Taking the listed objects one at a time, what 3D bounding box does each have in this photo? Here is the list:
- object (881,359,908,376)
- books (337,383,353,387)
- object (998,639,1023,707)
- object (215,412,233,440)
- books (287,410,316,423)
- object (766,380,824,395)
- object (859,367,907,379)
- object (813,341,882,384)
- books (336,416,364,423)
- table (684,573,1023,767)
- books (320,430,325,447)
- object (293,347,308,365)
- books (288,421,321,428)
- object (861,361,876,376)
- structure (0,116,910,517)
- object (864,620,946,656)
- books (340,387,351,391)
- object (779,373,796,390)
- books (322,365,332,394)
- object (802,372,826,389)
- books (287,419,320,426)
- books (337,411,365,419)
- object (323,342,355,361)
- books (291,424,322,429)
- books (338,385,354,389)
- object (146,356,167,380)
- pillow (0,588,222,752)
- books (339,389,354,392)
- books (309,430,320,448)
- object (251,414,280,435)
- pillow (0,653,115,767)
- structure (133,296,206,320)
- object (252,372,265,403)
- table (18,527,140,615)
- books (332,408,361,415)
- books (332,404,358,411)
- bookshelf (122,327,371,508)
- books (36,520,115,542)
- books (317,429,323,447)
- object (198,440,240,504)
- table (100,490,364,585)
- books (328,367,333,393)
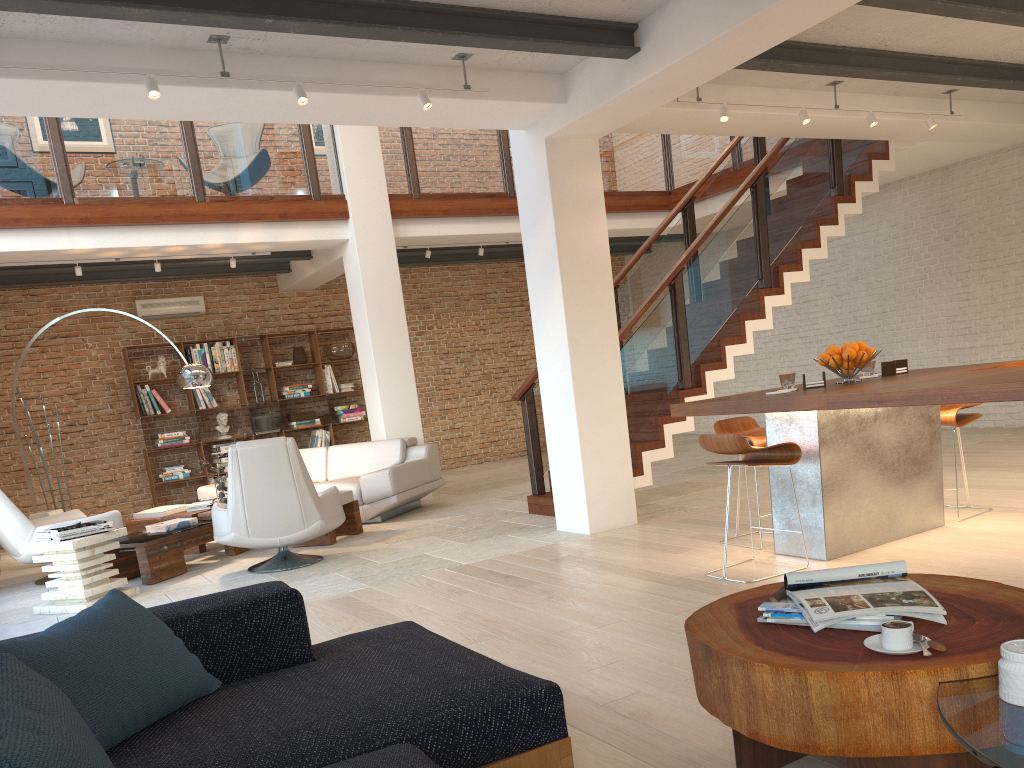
[{"bbox_3d":[2.261,-0.097,5.153,0.113,0.084,0.093,-9,5,-29],"label":"object"},{"bbox_3d":[-2.312,0.018,12.064,0.130,0.034,0.206,-8,1,-40],"label":"books"},{"bbox_3d":[1.031,0.575,1.738,0.107,0.110,0.106,-9,5,-13],"label":"object"},{"bbox_3d":[-3.756,0.540,11.313,0.195,0.358,0.190,-9,8,-13],"label":"object"},{"bbox_3d":[-2.852,0.441,11.811,0.331,0.121,0.212,-8,3,-29],"label":"books"},{"bbox_3d":[1.549,0.021,4.820,0.391,0.035,0.197,-8,0,-25],"label":"object"},{"bbox_3d":[2.202,-0.065,5.186,0.283,0.035,0.205,-8,0,-29],"label":"object"},{"bbox_3d":[1.908,-0.121,4.952,0.365,0.226,0.357,-6,3,26],"label":"object"},{"bbox_3d":[-2.263,0.493,12.158,0.322,0.056,0.254,-8,1,-27],"label":"books"},{"bbox_3d":[1.234,0.796,1.948,1.064,0.455,1.820,-8,1,-24],"label":"table"},{"bbox_3d":[-2.633,0.817,11.986,0.096,0.362,0.270,-13,8,-30],"label":"books"},{"bbox_3d":[-2.842,-0.376,11.666,0.194,0.238,0.188,-5,7,18],"label":"object"},{"bbox_3d":[-2.828,0.554,11.865,0.373,0.037,0.244,-8,0,-34],"label":"books"},{"bbox_3d":[2.114,-0.090,5.176,0.090,0.086,0.091,-10,6,-32],"label":"object"},{"bbox_3d":[1.057,-1.078,6.240,10.010,4.222,13.815,-8,1,-29],"label":"structure"},{"bbox_3d":[0.901,0.583,2.008,0.144,0.057,0.175,-9,2,-40],"label":"object"},{"bbox_3d":[-2.305,0.070,12.073,0.131,0.034,0.204,-8,0,-20],"label":"books"},{"bbox_3d":[1.531,-0.014,4.844,0.090,0.086,0.090,-9,5,-14],"label":"object"},{"bbox_3d":[-2.550,-0.056,11.925,0.036,0.392,0.242,-13,9,-30],"label":"books"},{"bbox_3d":[1.678,-0.020,4.840,0.115,0.084,0.091,-6,5,16],"label":"object"},{"bbox_3d":[-2.828,0.517,11.822,0.374,0.037,0.244,-8,0,-30],"label":"books"},{"bbox_3d":[-2.248,0.434,12.159,0.321,0.057,0.254,-8,1,-34],"label":"books"},{"bbox_3d":[-2.370,-0.433,11.973,0.440,0.223,0.426,-7,2,12],"label":"object"},{"bbox_3d":[-2.806,0.580,11.865,0.350,0.021,0.271,-8,0,-31],"label":"books"},{"bbox_3d":[-2.304,0.043,12.076,0.169,0.019,0.235,-8,0,-27],"label":"books"},{"bbox_3d":[-4.408,-0.203,10.814,0.249,0.289,0.129,-10,9,-21],"label":"object"},{"bbox_3d":[-1.086,0.745,2.256,0.379,0.334,0.551,-6,3,21],"label":"pillow"},{"bbox_3d":[-2.302,0.097,12.094,0.169,0.019,0.235,-8,0,-22],"label":"books"},{"bbox_3d":[-2.723,0.821,11.951,0.160,0.380,0.242,-12,9,-29],"label":"books"},{"bbox_3d":[-3.285,0.536,11.547,0.331,0.238,0.282,-9,5,-29],"label":"object"},{"bbox_3d":[-0.518,0.621,1.037,0.250,0.425,1.208,-12,3,-30],"label":"pillow"},{"bbox_3d":[-4.306,-0.957,10.981,0.801,0.224,0.199,-8,5,-29],"label":"structure"},{"bbox_3d":[-3.336,0.043,11.442,0.120,0.408,0.061,-12,11,-26],"label":"object"},{"bbox_3d":[-3.066,1.326,6.204,0.498,0.515,0.482,-5,6,21],"label":"table"},{"bbox_3d":[-2.299,0.384,12.137,0.322,0.056,0.254,-8,1,-29],"label":"books"},{"bbox_3d":[-2.320,0.330,12.119,0.323,0.056,0.253,-8,1,-19],"label":"books"},{"bbox_3d":[-3.299,0.489,11.553,2.990,2.248,0.361,-9,10,-28],"label":"bookshelf"},{"bbox_3d":[-3.132,1.038,6.200,0.570,0.081,0.381,-7,1,45],"label":"books"},{"bbox_3d":[-2.675,0.813,11.951,0.158,0.381,0.242,-12,9,-29],"label":"books"},{"bbox_3d":[-2.498,0.802,7.831,0.318,0.620,0.528,-2,8,31],"label":"object"},{"bbox_3d":[-2.686,1.311,7.606,2.219,0.438,1.925,-7,1,22],"label":"table"},{"bbox_3d":[-2.529,-0.045,11.949,0.020,0.367,0.270,-13,9,-30],"label":"books"}]
